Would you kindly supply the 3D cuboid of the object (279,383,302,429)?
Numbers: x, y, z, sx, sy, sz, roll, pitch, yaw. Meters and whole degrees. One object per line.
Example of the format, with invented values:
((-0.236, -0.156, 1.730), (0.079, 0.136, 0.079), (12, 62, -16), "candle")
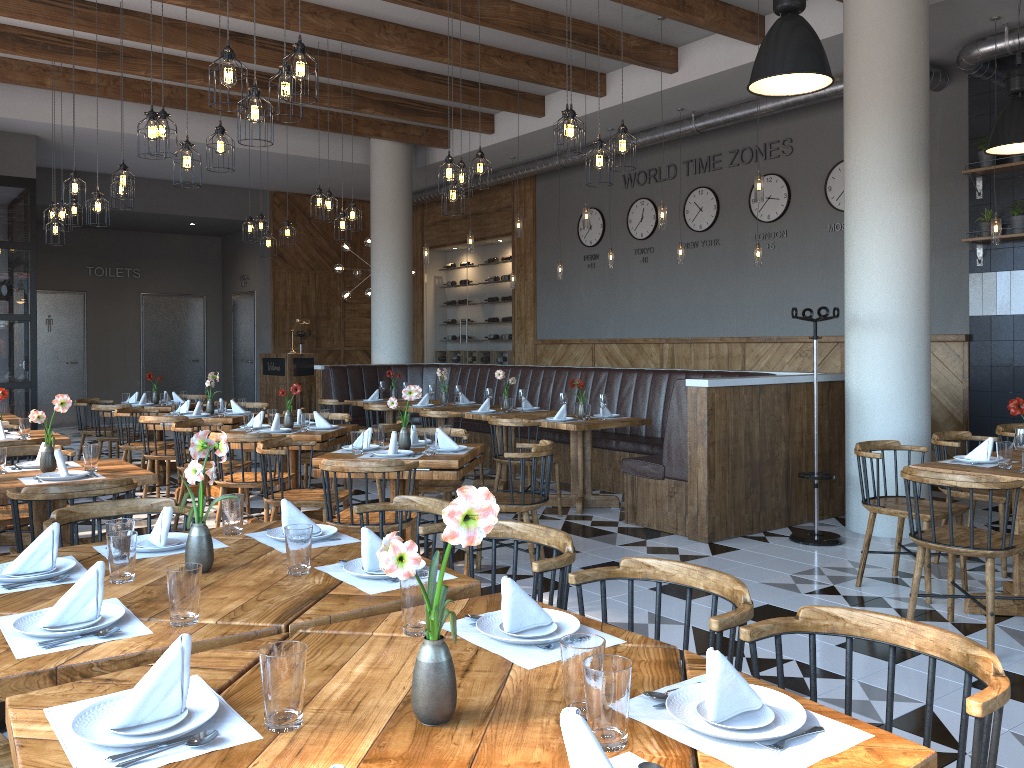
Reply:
((-1.695, 0.169, 6.833), (0.171, 0.355, 0.156), (0, 1, 19), "object")

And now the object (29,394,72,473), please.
((-2.350, 0.253, 4.523), (0.146, 0.400, 0.207), (0, 1, 17), "object")

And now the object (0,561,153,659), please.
((-1.017, 0.488, 2.044), (0.272, 0.137, 0.352), (-2, 3, -36), "object")

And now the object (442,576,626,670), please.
((0.036, 0.486, 1.970), (0.272, 0.137, 0.352), (-2, 3, -36), "object")

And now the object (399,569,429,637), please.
((-0.211, 0.489, 1.975), (0.080, 0.132, 0.080), (0, 1, 38), "object")

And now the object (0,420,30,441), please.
((-3.514, 0.321, 6.098), (0.352, 0.137, 0.272), (-2, 3, -37), "object")

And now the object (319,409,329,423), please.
((-1.491, 0.270, 7.044), (0.080, 0.132, 0.080), (-1, 1, -32), "object")

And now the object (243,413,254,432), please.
((-1.981, 0.290, 6.663), (0.080, 0.132, 0.080), (-1, 1, -32), "object")

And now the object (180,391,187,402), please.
((-3.724, 0.148, 10.047), (0.080, 0.132, 0.080), (0, 1, -12), "object")

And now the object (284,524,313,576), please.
((-0.601, 0.468, 2.499), (0.080, 0.132, 0.080), (0, 1, 38), "object")

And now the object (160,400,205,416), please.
((-3.107, 0.216, 8.383), (0.272, 0.137, 0.352), (0, 2, 9), "object")

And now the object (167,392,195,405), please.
((-3.700, 0.155, 9.822), (0.272, 0.137, 0.352), (0, 2, 9), "object")

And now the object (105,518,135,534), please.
((-1.146, 0.467, 2.593), (0.080, 0.132, 0.080), (0, 1, 38), "object")

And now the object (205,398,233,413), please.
((-2.804, 0.205, 8.612), (0.352, 0.137, 0.272), (0, 2, 8), "object")

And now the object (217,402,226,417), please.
((-2.652, 0.229, 8.098), (0.080, 0.132, 0.080), (-1, 1, -22), "object")

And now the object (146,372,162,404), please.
((-4.000, 0.046, 9.869), (0.171, 0.355, 0.156), (0, 1, 10), "object")

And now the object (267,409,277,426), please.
((-1.919, 0.270, 7.094), (0.080, 0.132, 0.080), (-1, 1, -32), "object")

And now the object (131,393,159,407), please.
((-4.003, 0.167, 9.593), (0.352, 0.137, 0.272), (0, 2, 8), "object")

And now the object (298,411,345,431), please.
((-1.460, 0.277, 6.819), (0.272, 0.137, 0.352), (0, 2, 9), "object")

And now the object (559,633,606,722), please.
((0.122, 0.507, 1.526), (0.080, 0.132, 0.080), (0, 1, 38), "object")

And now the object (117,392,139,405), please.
((-4.233, 0.155, 9.893), (0.272, 0.137, 0.352), (0, 2, 9), "object")

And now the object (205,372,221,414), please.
((-2.819, 0.085, 8.351), (0.146, 0.400, 0.206), (-1, 1, -25), "object")

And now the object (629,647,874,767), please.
((0.380, 0.504, 1.506), (0.272, 0.137, 0.352), (-2, 3, -36), "object")

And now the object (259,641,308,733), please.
((-0.385, 0.512, 1.494), (0.080, 0.132, 0.080), (0, 1, 38), "object")

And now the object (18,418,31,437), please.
((-3.489, 0.312, 6.346), (0.080, 0.132, 0.080), (0, 1, 38), "object")

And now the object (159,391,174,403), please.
((-3.931, 0.143, 10.121), (0.352, 0.137, 0.272), (0, 2, 8), "object")

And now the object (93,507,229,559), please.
((-1.127, 0.453, 2.841), (0.352, 0.137, 0.272), (-2, 3, -37), "object")

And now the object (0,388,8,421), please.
((-3.650, 0.205, 6.264), (0.171, 0.355, 0.156), (0, 1, 32), "object")

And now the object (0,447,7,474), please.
((-2.605, 0.390, 4.492), (0.080, 0.132, 0.080), (0, 1, 38), "object")

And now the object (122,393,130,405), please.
((-4.214, 0.168, 9.666), (0.080, 0.132, 0.080), (0, 1, 28), "object")

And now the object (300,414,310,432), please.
((-1.543, 0.290, 6.606), (0.080, 0.132, 0.080), (-1, 1, -22), "object")

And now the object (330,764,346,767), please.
((-0.256, 0.530, 1.021), (0.272, 0.137, 0.352), (-2, 3, -36), "object")

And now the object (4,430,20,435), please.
((-3.837, 0.304, 6.523), (0.352, 0.137, 0.272), (-2, 3, -37), "object")

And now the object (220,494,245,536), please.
((-0.954, 0.446, 3.025), (0.080, 0.132, 0.080), (0, 1, 38), "object")

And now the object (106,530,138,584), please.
((-1.065, 0.474, 2.421), (0.080, 0.132, 0.080), (0, 1, 38), "object")

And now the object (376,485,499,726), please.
((-0.120, 0.376, 1.497), (0.206, 0.400, 0.146), (-1, 1, -38), "object")

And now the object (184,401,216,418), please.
((-2.876, 0.229, 8.084), (0.352, 0.137, 0.272), (0, 2, 8), "object")

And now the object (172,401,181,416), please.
((-3.090, 0.229, 8.155), (0.080, 0.132, 0.080), (-1, 1, -22), "object")

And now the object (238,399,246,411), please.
((-2.600, 0.209, 8.535), (0.080, 0.132, 0.080), (-1, 1, -22), "object")

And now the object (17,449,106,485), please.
((-2.203, 0.392, 4.335), (0.352, 0.137, 0.272), (-2, 3, -37), "object")

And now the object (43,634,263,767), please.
((-0.620, 0.510, 1.511), (0.272, 0.137, 0.352), (-2, 3, -36), "object")

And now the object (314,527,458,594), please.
((-0.361, 0.464, 2.503), (0.272, 0.137, 0.352), (-2, 3, -36), "object")

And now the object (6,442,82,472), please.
((-2.526, 0.375, 4.759), (0.352, 0.137, 0.272), (-2, 3, -37), "object")

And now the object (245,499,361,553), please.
((-0.703, 0.445, 2.963), (0.272, 0.137, 0.352), (-2, 3, -36), "object")

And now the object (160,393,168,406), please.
((-3.776, 0.168, 9.609), (0.080, 0.132, 0.080), (-1, 1, -22), "object")

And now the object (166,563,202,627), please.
((-0.759, 0.489, 2.051), (0.080, 0.132, 0.080), (0, 1, 38), "object")

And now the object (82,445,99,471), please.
((-2.179, 0.384, 4.585), (0.080, 0.132, 0.080), (0, 1, 38), "object")

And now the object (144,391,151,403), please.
((-4.152, 0.148, 10.097), (0.080, 0.132, 0.080), (0, 1, -12), "object")

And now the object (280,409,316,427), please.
((-1.690, 0.265, 7.118), (0.352, 0.137, 0.272), (0, 2, 8), "object")

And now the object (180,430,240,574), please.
((-0.868, 0.334, 2.530), (0.146, 0.400, 0.206), (-1, 1, -32), "object")

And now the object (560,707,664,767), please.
((0.123, 0.520, 1.182), (0.352, 0.137, 0.272), (-2, 3, -37), "object")

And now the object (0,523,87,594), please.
((-1.359, 0.469, 2.504), (0.272, 0.137, 0.352), (-2, 3, -36), "object")

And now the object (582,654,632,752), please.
((0.153, 0.512, 1.419), (0.080, 0.132, 0.080), (0, 1, 38), "object")

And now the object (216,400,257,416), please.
((-2.574, 0.217, 8.312), (0.272, 0.137, 0.352), (0, 2, 9), "object")

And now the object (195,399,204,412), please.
((-3.029, 0.209, 8.586), (0.080, 0.132, 0.080), (-1, 1, -22), "object")
